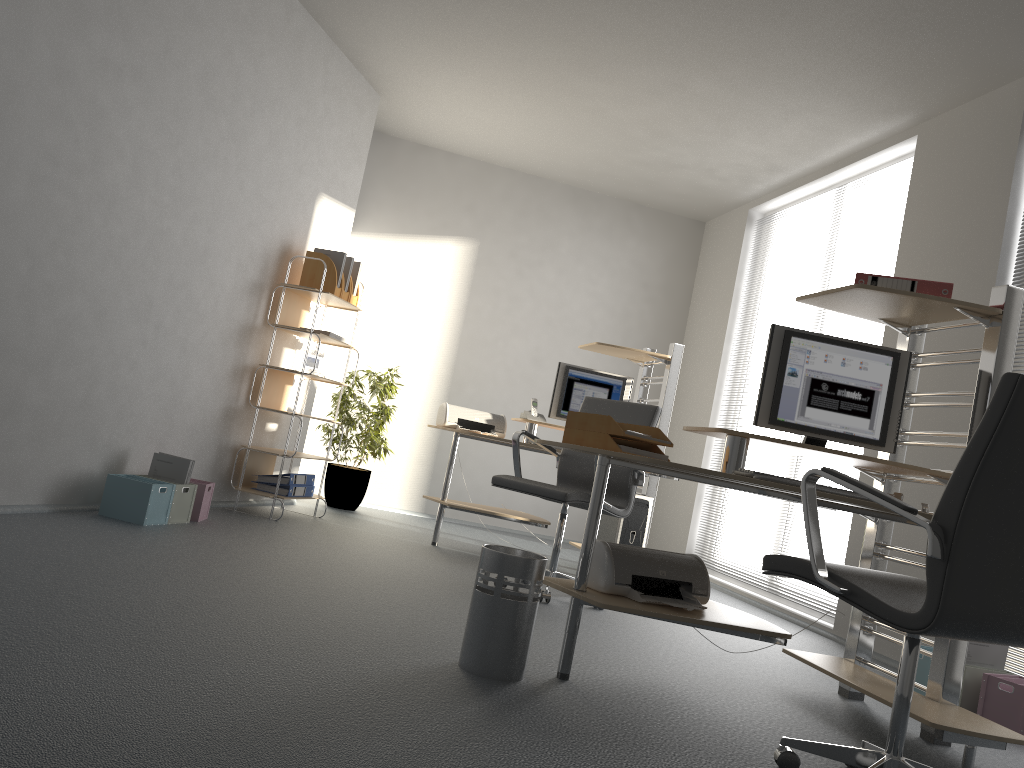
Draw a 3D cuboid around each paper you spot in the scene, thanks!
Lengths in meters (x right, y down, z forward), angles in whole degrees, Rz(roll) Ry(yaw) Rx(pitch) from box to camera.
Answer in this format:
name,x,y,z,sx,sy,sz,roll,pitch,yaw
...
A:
name,x,y,z,sx,sy,sz,roll,pitch,yaw
paper,0.364,0.169,3.024,0.210,0.010,0.297,14,-5,-34
paper,-1.143,-0.679,5.682,0.213,0.297,0.045,10,-4,15
paper,-1.107,-0.663,5.801,0.213,0.297,0.045,10,-4,18
paper,-1.197,-0.303,5.666,0.213,0.046,0.297,10,-4,14
paper,0.354,0.220,3.020,0.210,0.019,0.297,14,-5,-34
paper,-1.170,-0.694,5.562,0.213,0.297,0.045,11,-4,12
paper,-1.713,0.506,4.398,0.220,0.306,0.068,10,-4,14

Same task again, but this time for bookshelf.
name,x,y,z,sx,sy,sz,roll,pitch,yaw
bookshelf,-1.304,0.042,5.551,0.381,1.572,0.724,10,-4,15

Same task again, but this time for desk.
name,x,y,z,sx,sy,sz,roll,pitch,yaw
desk,0.253,0.360,5.614,1.469,1.566,0.967,12,-4,-13
desk,0.897,0.288,2.896,1.469,1.566,0.967,12,-4,-13

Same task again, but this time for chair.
name,x,y,z,sx,sy,sz,roll,pitch,yaw
chair,1.031,0.528,2.214,0.584,1.048,0.652,14,-5,-26
chair,0.290,0.548,4.482,0.584,1.048,0.652,8,-6,43

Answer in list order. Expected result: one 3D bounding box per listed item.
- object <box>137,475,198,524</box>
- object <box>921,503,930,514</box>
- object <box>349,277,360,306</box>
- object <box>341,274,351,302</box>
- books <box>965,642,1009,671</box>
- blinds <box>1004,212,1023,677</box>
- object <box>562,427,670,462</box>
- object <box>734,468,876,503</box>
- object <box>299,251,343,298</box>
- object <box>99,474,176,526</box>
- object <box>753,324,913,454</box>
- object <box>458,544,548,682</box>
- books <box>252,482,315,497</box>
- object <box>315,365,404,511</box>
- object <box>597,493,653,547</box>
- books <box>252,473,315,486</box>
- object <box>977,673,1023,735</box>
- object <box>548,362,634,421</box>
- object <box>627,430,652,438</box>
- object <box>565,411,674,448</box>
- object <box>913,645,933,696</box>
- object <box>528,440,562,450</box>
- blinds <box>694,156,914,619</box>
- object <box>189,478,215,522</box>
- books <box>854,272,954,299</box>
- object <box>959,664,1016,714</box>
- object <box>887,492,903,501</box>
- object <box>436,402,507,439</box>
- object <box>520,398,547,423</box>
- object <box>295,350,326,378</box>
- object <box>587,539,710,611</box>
name,x,y,z,sx,sy,sz,roll,pitch,yaw
object,-1.730,0.573,4.378,0.245,0.202,0.185,10,-4,14
object,1.411,0.430,3.030,0.022,0.042,0.134,9,-5,29
object,-1.116,-0.647,5.779,0.243,0.259,0.113,10,-4,18
object,-1.150,-0.662,5.661,0.243,0.259,0.113,10,-4,15
books,1.890,1.176,3.609,0.220,0.306,0.068,12,-4,-12
blinds,2.556,-0.055,3.301,0.022,2.770,1.950,12,-4,-13
object,0.355,0.207,3.022,0.225,0.060,0.309,14,-5,-34
object,0.907,0.361,3.017,0.478,0.082,0.814,12,-4,-5
object,-1.176,-0.677,5.541,0.243,0.259,0.113,11,-4,12
object,-1.771,0.551,4.199,0.245,0.202,0.185,10,-4,14
object,1.165,0.044,3.266,0.516,0.418,0.245,11,-4,9
object,-0.028,0.704,2.735,0.208,0.377,0.208,9,-5,31
books,-1.415,0.638,5.490,0.262,0.072,0.320,10,-4,15
object,-1.136,0.380,6.660,0.544,1.147,0.644,10,-4,16
object,0.687,0.891,5.623,0.199,0.422,0.471,12,-4,-13
books,-1.414,0.583,5.497,0.263,0.100,0.320,10,-4,15
object,1.951,1.245,3.405,0.245,0.202,0.185,14,-5,-31
object,0.524,0.116,5.962,0.516,0.418,0.245,11,-4,2
object,0.422,0.166,2.939,0.008,0.009,0.159,8,-6,41
object,0.367,0.152,3.026,0.225,0.060,0.309,14,-5,-34
object,1.831,1.250,3.799,0.245,0.202,0.185,12,-4,-13
object,0.303,0.442,5.728,0.478,0.082,0.814,12,-4,-5
blinds,1.909,0.017,6.026,0.037,2.749,1.950,12,-4,-13
object,-1.707,0.594,4.603,0.245,0.202,0.185,12,-4,-4
books,1.422,-0.325,3.257,0.320,0.072,0.262,10,-4,19
object,1.873,1.245,3.619,0.245,0.202,0.185,12,-4,-13
object,1.326,0.406,3.088,0.054,0.064,0.159,7,-6,44
object,-0.234,0.240,5.750,0.438,0.162,0.351,13,-4,-21
object,0.151,0.169,5.848,0.150,0.151,0.119,14,-5,-27
object,-1.249,-0.133,5.550,0.077,0.161,0.192,9,-5,33
object,0.489,0.636,2.938,0.438,0.162,0.351,14,-5,-28
